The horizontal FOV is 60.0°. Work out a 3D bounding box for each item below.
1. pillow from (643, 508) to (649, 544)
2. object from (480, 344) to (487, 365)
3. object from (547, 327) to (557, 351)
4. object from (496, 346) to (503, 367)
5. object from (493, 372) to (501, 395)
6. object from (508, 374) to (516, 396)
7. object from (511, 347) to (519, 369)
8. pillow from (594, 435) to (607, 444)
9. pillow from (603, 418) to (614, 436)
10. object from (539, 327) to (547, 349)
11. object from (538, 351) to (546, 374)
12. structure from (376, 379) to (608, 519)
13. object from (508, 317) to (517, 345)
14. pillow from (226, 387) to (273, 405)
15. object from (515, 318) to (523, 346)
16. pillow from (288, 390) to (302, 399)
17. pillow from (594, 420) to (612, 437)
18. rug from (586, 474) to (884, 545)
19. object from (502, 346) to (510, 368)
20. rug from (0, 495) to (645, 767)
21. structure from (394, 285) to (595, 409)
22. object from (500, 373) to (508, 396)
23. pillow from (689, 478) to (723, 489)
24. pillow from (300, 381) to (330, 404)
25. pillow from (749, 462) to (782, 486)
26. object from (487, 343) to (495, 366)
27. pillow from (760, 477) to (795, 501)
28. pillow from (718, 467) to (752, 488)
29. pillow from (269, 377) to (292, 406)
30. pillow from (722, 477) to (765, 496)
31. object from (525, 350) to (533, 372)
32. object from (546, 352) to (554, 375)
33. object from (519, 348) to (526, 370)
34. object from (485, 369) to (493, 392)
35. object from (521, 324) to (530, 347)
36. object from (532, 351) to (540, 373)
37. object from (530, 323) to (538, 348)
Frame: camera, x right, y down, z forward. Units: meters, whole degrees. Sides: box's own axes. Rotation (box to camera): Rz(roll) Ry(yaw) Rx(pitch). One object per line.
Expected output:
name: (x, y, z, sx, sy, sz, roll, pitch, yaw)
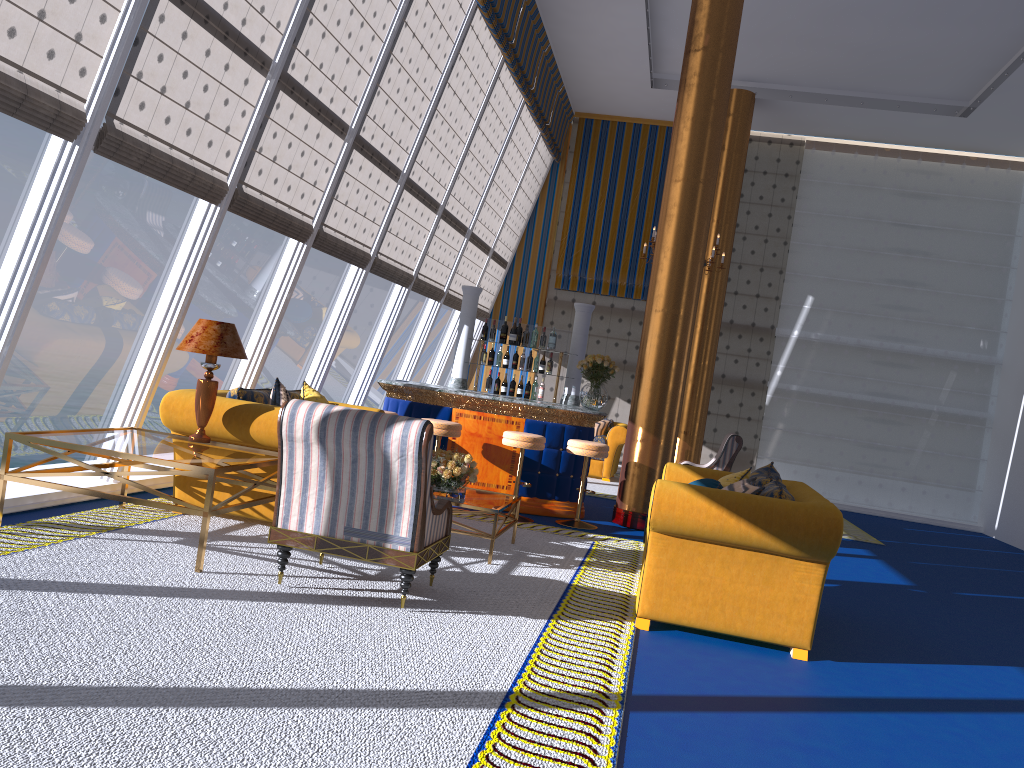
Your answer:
pillow: (0.950, 0.839, 5.081, 0.371, 0.219, 0.216, 9, 0, 14)
object: (-0.301, -0.324, 9.664, 0.066, 0.225, 0.065, 8, 1, -21)
object: (0.446, -0.496, 9.696, 0.092, 0.259, 0.091, 8, 1, -7)
object: (-0.133, -0.303, 9.677, 0.059, 0.230, 0.058, 8, 1, -31)
object: (-0.157, -0.010, 9.702, 0.065, 0.244, 0.066, 9, 1, 14)
object: (0.010, 0.012, 9.681, 0.066, 0.244, 0.065, 8, 1, -9)
object: (0.041, -0.284, 9.667, 0.066, 0.244, 0.065, 8, 1, -9)
pillow: (1.280, 0.854, 12.891, 0.214, 0.219, 0.375, 9, 0, 15)
pillow: (1.203, 0.777, 13.382, 0.610, 0.610, 0.341, 9, 1, 15)
object: (0.342, -0.503, 9.672, 0.073, 0.246, 0.071, 8, 1, -31)
object: (0.338, -0.236, 9.677, 0.069, 0.244, 0.068, 8, 1, -9)
structure: (-0.269, 0.641, 8.759, 2.313, 1.065, 0.769, 8, 1, -1)
object: (0.022, -0.576, 9.666, 0.085, 0.303, 0.085, 9, 1, 4)
pillow: (-1.896, 0.291, 6.437, 0.246, 0.549, 0.609, 9, 0, 7)
object: (0.074, -0.570, 9.683, 0.080, 0.303, 0.082, 9, 1, 27)
pillow: (-1.788, 0.306, 7.036, 0.246, 0.546, 0.612, 9, 0, 7)
pillow: (1.184, 0.717, 13.183, 0.520, 0.456, 0.328, 9, 1, 9)
rug: (1.547, 1.430, 12.417, 6.235, 0.011, 3.606, 9, 0, 9)
object: (-0.056, -0.295, 9.666, 0.069, 0.244, 0.068, 8, 1, -9)
rug: (-1.084, 1.070, 4.971, 3.579, 0.010, 6.278, 9, 0, 10)
structure: (-0.163, 0.080, 9.839, 2.311, 2.196, 0.769, 8, 1, 1)
object: (-0.078, 0.002, 9.691, 0.069, 0.244, 0.068, 8, 1, -9)
pillow: (1.129, 0.765, 5.602, 0.394, 0.367, 0.455, 8, 0, -30)
pillow: (-1.536, 0.284, 6.998, 0.326, 0.583, 0.582, 9, 1, 30)
pillow: (1.553, 0.832, 5.764, 0.352, 0.672, 0.605, 9, 1, 18)
object: (-0.220, -0.323, 9.677, 0.066, 0.244, 0.065, 8, 1, -9)
pillow: (1.449, 0.851, 5.179, 0.337, 0.610, 0.617, 9, 0, 15)
pillow: (1.399, 0.763, 5.742, 0.230, 0.491, 0.614, 9, 0, 15)
pillow: (-1.636, 0.276, 6.463, 0.280, 0.619, 0.693, 9, 0, 8)
pillow: (1.261, 0.764, 5.201, 0.326, 0.456, 0.523, 9, 0, 10)
object: (0.195, -0.254, 9.677, 0.072, 0.232, 0.071, 8, 1, -11)
object: (0.418, -0.225, 9.668, 0.071, 0.244, 0.072, 9, 1, 30)
object: (0.118, -0.270, 9.658, 0.057, 0.239, 0.056, 8, 1, -16)
object: (-0.246, -0.040, 9.681, 0.071, 0.242, 0.071, 8, 1, -8)
object: (0.154, -0.528, 9.670, 0.077, 0.248, 0.075, 8, 1, -26)
object: (0.269, -0.243, 9.687, 0.059, 0.230, 0.058, 8, 1, -31)
object: (0.249, -0.528, 9.648, 0.069, 0.271, 0.070, 9, 1, 20)
